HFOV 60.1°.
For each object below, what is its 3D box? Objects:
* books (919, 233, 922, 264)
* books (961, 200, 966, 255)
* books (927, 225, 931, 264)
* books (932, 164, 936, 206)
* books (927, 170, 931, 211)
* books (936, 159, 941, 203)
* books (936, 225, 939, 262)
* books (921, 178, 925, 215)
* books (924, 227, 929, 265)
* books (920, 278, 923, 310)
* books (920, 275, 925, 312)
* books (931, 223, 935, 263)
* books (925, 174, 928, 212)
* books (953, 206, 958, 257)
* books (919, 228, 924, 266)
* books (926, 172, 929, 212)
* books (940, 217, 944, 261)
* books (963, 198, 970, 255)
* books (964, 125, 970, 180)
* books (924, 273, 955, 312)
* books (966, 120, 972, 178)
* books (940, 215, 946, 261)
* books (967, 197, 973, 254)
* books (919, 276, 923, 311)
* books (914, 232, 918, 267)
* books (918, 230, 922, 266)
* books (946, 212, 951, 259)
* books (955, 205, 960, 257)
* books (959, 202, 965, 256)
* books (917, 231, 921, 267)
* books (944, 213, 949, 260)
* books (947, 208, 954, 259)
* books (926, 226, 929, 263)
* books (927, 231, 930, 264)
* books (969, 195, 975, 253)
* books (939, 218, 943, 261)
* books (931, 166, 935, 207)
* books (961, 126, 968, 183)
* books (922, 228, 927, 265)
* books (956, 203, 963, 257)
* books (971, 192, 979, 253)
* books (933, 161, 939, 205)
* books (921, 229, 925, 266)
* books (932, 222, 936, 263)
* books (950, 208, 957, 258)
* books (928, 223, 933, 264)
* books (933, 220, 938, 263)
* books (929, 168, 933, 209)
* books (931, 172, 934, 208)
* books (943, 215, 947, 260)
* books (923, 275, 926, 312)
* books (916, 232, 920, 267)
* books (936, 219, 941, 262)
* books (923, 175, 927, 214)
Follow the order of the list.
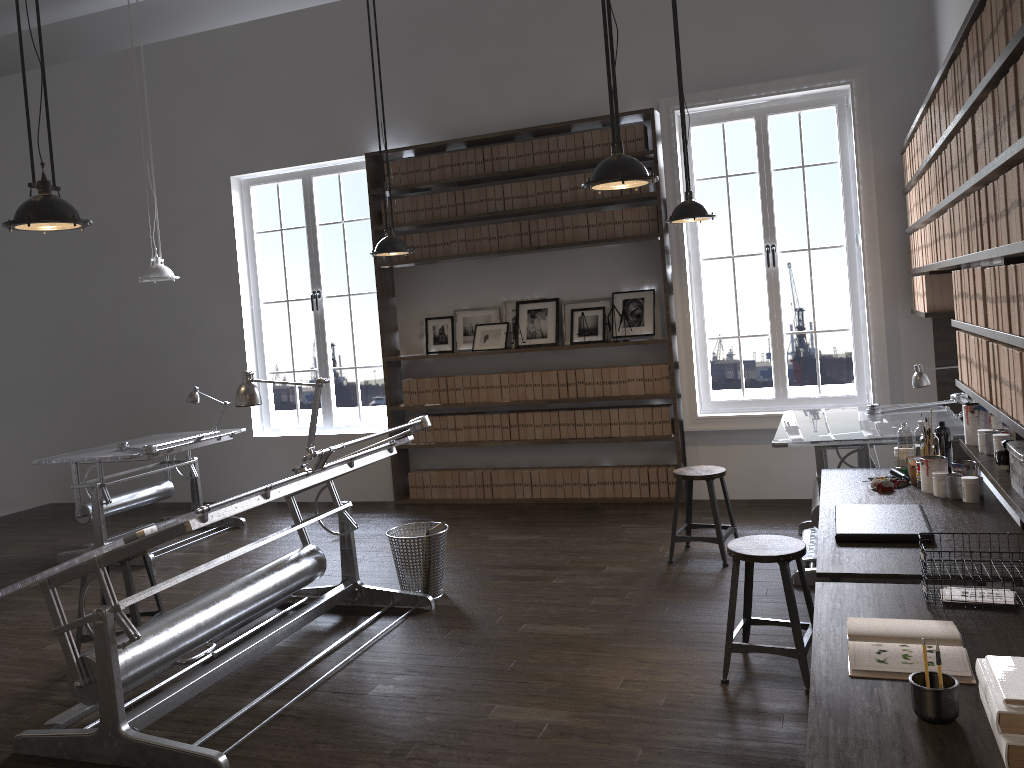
[{"bbox_3d":[2.532,-0.820,5.278,0.174,0.225,0.067,-4,2,20],"label":"books"},{"bbox_3d":[1.907,-0.634,3.544,0.174,0.225,0.067,-4,2,20],"label":"books"},{"bbox_3d":[2.353,-0.760,4.794,0.174,0.225,0.067,-4,2,20],"label":"books"},{"bbox_3d":[2.187,-0.991,4.389,0.174,0.225,0.067,-4,2,20],"label":"books"},{"bbox_3d":[2.284,-1.020,4.654,0.174,0.225,0.067,-4,2,20],"label":"books"},{"bbox_3d":[2.145,-0.978,4.260,0.174,0.225,0.067,-4,2,20],"label":"books"},{"bbox_3d":[2.241,-0.726,4.463,0.174,0.225,0.067,-4,2,20],"label":"books"},{"bbox_3d":[2.404,-1.054,4.972,0.174,0.225,0.067,-4,2,20],"label":"books"},{"bbox_3d":[2.430,-0.782,4.992,0.174,0.225,0.067,-4,2,20],"label":"books"},{"bbox_3d":[2.604,-0.559,5.420,0.174,0.225,0.067,-4,2,20],"label":"books"},{"bbox_3d":[2.577,-0.552,5.359,0.174,0.225,0.067,-4,2,20],"label":"books"},{"bbox_3d":[2.311,-0.747,4.665,0.174,0.225,0.067,-4,2,20],"label":"books"},{"bbox_3d":[2.333,-1.034,4.780,0.174,0.225,0.067,-4,2,20],"label":"books"},{"bbox_3d":[2.002,-0.662,3.802,0.174,0.225,0.067,-4,2,20],"label":"books"},{"bbox_3d":[2.506,-0.813,5.220,0.174,0.225,0.067,-4,2,20],"label":"books"},{"bbox_3d":[2.310,-1.027,4.721,0.174,0.225,0.067,-4,2,20],"label":"books"},{"bbox_3d":[2.168,-0.704,4.263,0.174,0.225,0.067,-4,2,20],"label":"books"},{"bbox_3d":[1.880,-0.627,3.483,0.174,0.225,0.067,-4,2,20],"label":"books"},{"bbox_3d":[1.812,-0.879,3.336,0.174,0.225,0.067,-4,2,20],"label":"books"},{"bbox_3d":[2.534,-0.538,5.226,0.174,0.225,0.067,-4,2,20],"label":"books"},{"bbox_3d":[1.789,-0.872,3.277,0.174,0.225,0.067,-4,2,20],"label":"books"},{"bbox_3d":[2.140,-0.697,4.202,0.174,0.225,0.067,-4,2,20],"label":"books"},{"bbox_3d":[1.862,-0.620,3.418,0.174,0.225,0.067,-4,2,20],"label":"books"},{"bbox_3d":[2.623,-0.565,5.480,0.174,0.225,0.067,-4,2,20],"label":"books"},{"bbox_3d":[2.625,-0.848,5.549,0.174,0.225,0.067,-4,2,20],"label":"books"},{"bbox_3d":[2.558,-0.827,5.348,0.174,0.225,0.067,-4,2,20],"label":"books"},{"bbox_3d":[2.072,-0.677,4.012,0.174,0.225,0.067,-4,2,20],"label":"books"},{"bbox_3d":[1.977,-0.655,3.737,0.174,0.225,0.067,-4,2,20],"label":"books"},{"bbox_3d":[1.927,-0.640,3.604,0.174,0.225,0.067,-4,2,20],"label":"books"},{"bbox_3d":[2.583,-0.835,5.413,0.174,0.225,0.067,-4,2,20],"label":"books"},{"bbox_3d":[2.099,-0.684,4.079,0.174,0.225,0.067,-4,2,20],"label":"books"},{"bbox_3d":[2.044,-0.676,3.938,0.174,0.225,0.067,-4,2,20],"label":"books"},{"bbox_3d":[2.408,-0.775,4.925,0.174,0.225,0.067,-4,2,20],"label":"books"},{"bbox_3d":[2.381,-0.768,4.861,0.174,0.225,0.067,-4,2,20],"label":"books"},{"bbox_3d":[1.838,-0.613,3.351,0.174,0.225,0.067,-4,2,20],"label":"books"},{"bbox_3d":[2.192,-0.711,4.330,0.174,0.225,0.067,-4,2,20],"label":"books"},{"bbox_3d":[2.215,-0.999,4.456,0.174,0.225,0.067,-4,2,20],"label":"books"},{"bbox_3d":[1.830,-0.885,3.400,0.174,0.225,0.067,-4,2,20],"label":"books"},{"bbox_3d":[2.450,-0.789,5.059,0.174,0.225,0.067,-4,2,20],"label":"books"},{"bbox_3d":[1.949,-0.647,3.673,0.174,0.225,0.067,-4,2,20],"label":"books"},{"bbox_3d":[1.811,-0.606,3.286,0.174,0.225,0.067,-4,2,20],"label":"books"},{"bbox_3d":[2.162,-0.984,4.321,0.174,0.225,0.067,-4,2,20],"label":"books"},{"bbox_3d":[2.480,-0.797,5.135,0.174,0.225,0.067,-4,2,20],"label":"books"},{"bbox_3d":[2.291,-0.740,4.603,0.174,0.225,0.067,-4,2,20],"label":"books"},{"bbox_3d":[2.022,-0.669,3.869,0.174,0.225,0.067,-4,2,20],"label":"books"},{"bbox_3d":[2.328,-0.753,4.726,0.174,0.225,0.067,-4,2,20],"label":"books"},{"bbox_3d":[2.261,-0.733,4.535,0.174,0.225,0.067,-4,2,20],"label":"books"},{"bbox_3d":[2.264,-1.013,4.586,0.174,0.225,0.067,-4,2,20],"label":"books"},{"bbox_3d":[2.242,-1.006,4.520,0.174,0.225,0.067,-4,2,20],"label":"books"},{"bbox_3d":[2.121,-0.691,4.137,0.174,0.225,0.067,-4,2,20],"label":"books"},{"bbox_3d":[2.559,-0.545,5.291,0.174,0.225,0.067,-4,2,20],"label":"books"},{"bbox_3d":[2.603,-0.841,5.480,0.174,0.225,0.067,-4,2,20],"label":"books"},{"bbox_3d":[2.212,-0.718,4.398,0.174,0.225,0.067,-4,2,20],"label":"books"},{"bbox_3d":[2.351,-1.040,4.844,0.174,0.225,0.067,-4,2,20],"label":"books"}]
